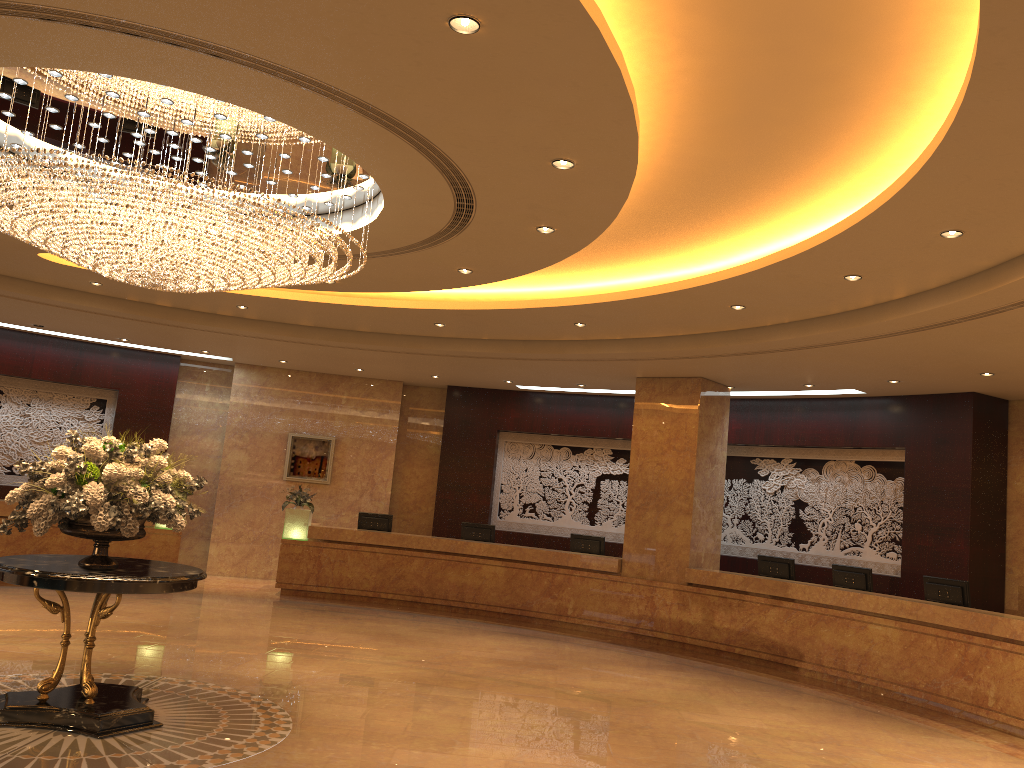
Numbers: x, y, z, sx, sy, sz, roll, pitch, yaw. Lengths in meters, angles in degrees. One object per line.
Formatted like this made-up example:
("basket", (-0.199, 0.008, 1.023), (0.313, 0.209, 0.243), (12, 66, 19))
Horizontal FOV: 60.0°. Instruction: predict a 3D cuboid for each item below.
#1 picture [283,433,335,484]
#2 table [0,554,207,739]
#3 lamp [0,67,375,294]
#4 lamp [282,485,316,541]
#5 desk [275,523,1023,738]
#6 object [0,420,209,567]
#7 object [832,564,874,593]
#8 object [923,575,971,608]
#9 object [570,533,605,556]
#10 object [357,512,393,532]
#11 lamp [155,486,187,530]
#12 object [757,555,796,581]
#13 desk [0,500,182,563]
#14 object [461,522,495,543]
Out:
("picture", (-3.855, 1.418, 16.875), (0.875, 0.890, 0.068), (7, -8, -8))
("table", (-3.113, 1.892, 6.571), (1.493, 1.089, 1.493), (6, -8, -5))
("lamp", (-2.745, -1.347, 7.009), (3.206, 1.196, 3.204), (0, -10, 38))
("lamp", (-3.584, 2.146, 14.932), (0.577, 0.925, 0.542), (5, -8, 3))
("desk", (1.766, 3.154, 12.669), (12.951, 1.155, 3.466), (0, -9, 35))
("object", (-3.033, 0.866, 6.740), (1.277, 0.999, 1.318), (1, -9, 32))
("object", (4.482, 2.653, 11.683), (0.430, 0.500, 0.531), (5, -8, 4))
("object", (5.181, 2.570, 10.568), (0.430, 0.500, 0.531), (4, -8, 9))
("object", (1.220, 2.709, 14.427), (0.430, 0.500, 0.531), (9, -9, -26))
("object", (-2.376, 2.483, 15.322), (0.531, 0.500, 0.430), (-1, -10, 38))
("lamp", (-5.566, 1.894, 14.483), (0.570, 0.923, 0.580), (6, -8, -2))
("object", (3.744, 2.701, 12.571), (0.430, 0.500, 0.531), (6, -8, -2))
("desk", (-7.657, 2.369, 13.578), (5.227, 1.155, 1.570), (11, -9, -34))
("object", (-0.587, 2.621, 15.071), (0.430, 0.500, 0.531), (11, -10, -38))
